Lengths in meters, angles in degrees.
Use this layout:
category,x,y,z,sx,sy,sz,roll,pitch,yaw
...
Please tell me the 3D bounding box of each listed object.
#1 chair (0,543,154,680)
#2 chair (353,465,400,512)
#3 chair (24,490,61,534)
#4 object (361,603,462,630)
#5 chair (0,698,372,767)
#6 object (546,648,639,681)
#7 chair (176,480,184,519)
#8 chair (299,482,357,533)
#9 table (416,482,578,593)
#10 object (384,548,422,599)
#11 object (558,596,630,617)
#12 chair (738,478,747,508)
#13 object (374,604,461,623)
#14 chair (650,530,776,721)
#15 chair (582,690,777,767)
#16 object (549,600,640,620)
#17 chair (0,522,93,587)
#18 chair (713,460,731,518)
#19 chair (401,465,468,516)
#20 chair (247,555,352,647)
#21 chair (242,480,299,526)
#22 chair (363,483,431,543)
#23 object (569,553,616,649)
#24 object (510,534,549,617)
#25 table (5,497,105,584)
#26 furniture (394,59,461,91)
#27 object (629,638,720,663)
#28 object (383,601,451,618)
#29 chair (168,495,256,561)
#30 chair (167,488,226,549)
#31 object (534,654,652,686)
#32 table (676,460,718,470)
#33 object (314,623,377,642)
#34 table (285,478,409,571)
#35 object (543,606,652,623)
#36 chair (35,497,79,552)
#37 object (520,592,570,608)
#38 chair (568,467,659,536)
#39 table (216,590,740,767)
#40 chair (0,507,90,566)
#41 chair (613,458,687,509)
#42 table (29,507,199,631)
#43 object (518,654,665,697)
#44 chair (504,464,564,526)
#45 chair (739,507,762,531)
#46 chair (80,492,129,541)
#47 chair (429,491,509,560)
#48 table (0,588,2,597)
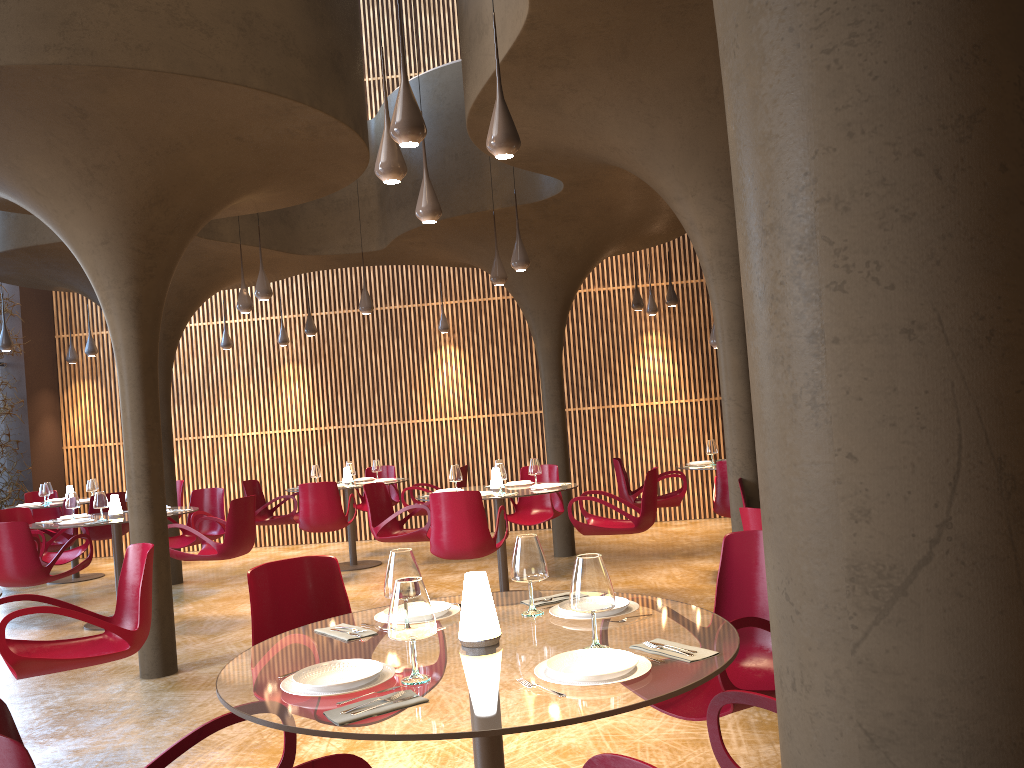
category,x,y,z,sx,sy,sz,roll,pitch,yaw
chair,-2.498,1.296,5.087,0.872,0.636,0.626,-3,-2,-37
chair,-2.034,1.570,13.297,0.625,0.636,0.873,-4,-2,5
chair,-7.120,1.963,13.585,0.624,0.636,0.874,-3,-2,-40
object,-0.359,0.888,3.412,0.410,0.012,0.204,-2,-3,-43
chair,-0.866,1.068,2.279,0.872,0.636,0.626,-3,-2,-35
object,0.228,0.799,2.513,0.263,0.029,0.263,-5,-2,26
chair,-5.486,1.843,13.649,0.872,0.636,0.626,-3,-2,-45
chair,-2.304,1.502,10.957,0.625,0.636,0.873,-4,-2,0
table,-0.111,1.660,9.148,1.673,1.130,1.672,-5,-2,24
object,-0.387,0.742,3.177,0.142,0.295,0.142,-4,-1,-29
object,0.302,0.821,3.261,0.263,0.029,0.263,-4,-2,3
chair,2.150,1.005,6.638,0.624,0.636,0.874,-3,-2,-38
object,-0.363,0.886,3.409,0.332,0.014,0.332,-5,-2,12
chair,0.883,0.990,3.700,0.872,0.636,0.626,-3,-2,-40
chair,0.672,0.944,2.073,0.624,0.636,0.874,-3,-2,-45
object,0.303,0.831,3.261,0.332,0.014,0.332,-5,-2,9
chair,-4.498,1.569,8.355,0.625,0.636,0.873,-5,-2,10
chair,2.435,1.087,9.378,0.625,0.636,0.872,-5,-2,15
chair,-1.008,1.443,11.959,0.873,0.636,0.625,-4,-1,5
chair,-0.787,1.123,3.918,0.624,0.636,0.874,-3,-2,-40
chair,-3.246,1.620,12.194,0.873,0.636,0.625,-5,-1,10
chair,-1.127,1.356,9.407,0.873,0.636,0.625,-5,-1,20
object,0.249,0.678,2.745,0.142,0.295,0.142,-5,-1,32
object,0.066,0.714,3.315,0.142,0.295,0.142,-5,-1,37
table,-6.364,2.270,12.865,1.671,1.130,1.674,-3,-2,-43
furniture,-0.800,-3.082,10.692,0.899,1.047,2.534,-3,-2,-43
object,0.487,0.802,2.670,0.126,0.017,0.262,-3,-3,-35
object,-0.363,0.877,3.409,0.263,0.029,0.263,-6,-3,41
chair,-3.048,1.489,9.117,0.873,0.636,0.625,-5,-1,15
chair,-3.827,1.604,10.613,0.625,0.636,0.872,-5,-2,15
object,0.229,0.808,2.513,0.332,0.014,0.331,-6,-2,30
table,2.841,1.492,10.550,1.673,1.130,1.671,-5,-2,25
object,-0.607,0.905,3.233,0.126,0.017,0.262,-3,-3,-39
table,-2.201,1.929,12.110,1.673,1.130,1.672,-5,-2,14
object,0.306,0.832,3.258,0.204,0.012,0.411,-3,-3,-34
chair,-5.836,1.770,11.016,0.872,0.636,0.626,-3,-2,-45
object,0.171,0.858,3.533,0.261,0.017,0.126,-3,-2,-30
chair,1.036,1.170,8.786,0.873,0.636,0.625,-5,-1,15
table,-0.063,1.423,2.939,1.671,1.130,1.674,-3,-2,-34
chair,-5.211,1.675,9.737,0.873,0.636,0.625,-5,-1,20
chair,1.690,1.198,10.837,0.873,0.636,0.625,-5,-1,11
table,-4.196,1.979,9.478,1.673,1.130,1.672,-5,-2,24
object,0.226,0.810,2.509,0.410,0.012,0.204,-3,-3,-39
chair,0.257,1.285,10.282,0.625,0.636,0.872,-5,-2,15
chair,1.736,0.977,5.051,0.872,0.636,0.626,-3,-2,-33
chair,-5.557,1.784,11.962,0.624,0.636,0.874,-3,-2,-45
chair,-0.413,1.250,8.025,0.625,0.636,0.873,-5,-2,10
table,-3.474,1.735,4.434,1.671,1.130,1.674,-3,-2,-32
